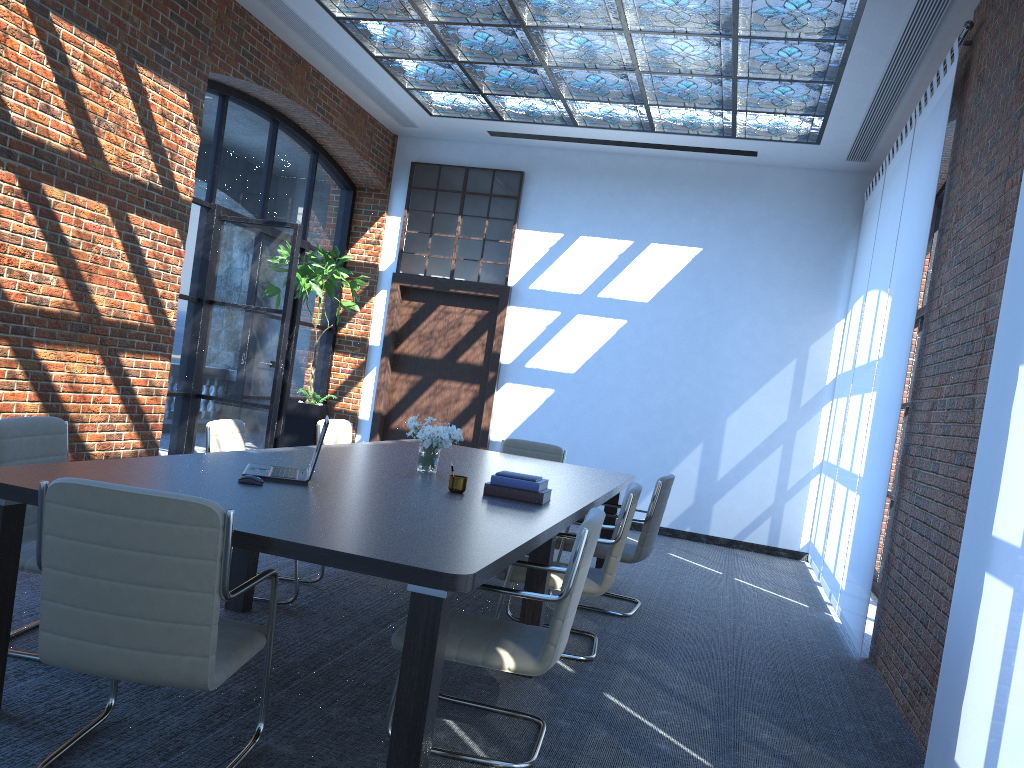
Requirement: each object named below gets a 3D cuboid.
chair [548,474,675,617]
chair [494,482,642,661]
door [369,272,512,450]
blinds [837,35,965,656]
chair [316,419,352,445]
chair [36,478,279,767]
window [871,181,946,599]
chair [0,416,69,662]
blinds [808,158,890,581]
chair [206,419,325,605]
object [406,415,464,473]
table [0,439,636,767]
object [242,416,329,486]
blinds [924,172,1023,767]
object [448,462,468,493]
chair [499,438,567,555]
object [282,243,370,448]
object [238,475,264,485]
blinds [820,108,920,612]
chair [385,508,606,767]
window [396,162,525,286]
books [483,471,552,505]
[{"bbox_3d":[0.658,1.007,5.898,0.705,0.924,0.560,9,2,18],"label":"chair"},{"bbox_3d":[0.288,0.951,4.813,0.706,0.924,0.560,9,2,8],"label":"chair"},{"bbox_3d":[-0.843,0.032,10.085,1.398,2.438,0.200,9,2,14],"label":"door"},{"bbox_3d":[2.530,-0.184,5.895,0.039,3.762,1.219,9,2,14],"label":"blinds"},{"bbox_3d":[-1.056,0.757,6.360,0.705,0.924,0.560,9,2,14],"label":"chair"},{"bbox_3d":[-1.092,0.744,2.782,0.560,0.924,0.706,8,1,3],"label":"chair"},{"bbox_3d":[2.646,-0.062,4.158,0.160,3.611,9.627,9,0,14],"label":"window"},{"bbox_3d":[-1.798,0.642,3.746,0.706,0.924,0.559,8,2,3],"label":"chair"},{"bbox_3d":[3.140,-0.090,8.364,0.039,3.762,1.219,9,2,14],"label":"blinds"},{"bbox_3d":[-1.384,0.706,5.031,0.706,0.924,0.559,8,2,3],"label":"chair"},{"bbox_3d":[-0.439,0.336,4.927,0.328,0.310,0.336,9,1,25],"label":"object"},{"bbox_3d":[-0.507,0.891,4.858,1.807,0.811,4.506,8,0,14],"label":"table"},{"bbox_3d":[-0.984,0.268,3.878,0.323,0.283,0.389,8,1,-13],"label":"object"},{"bbox_3d":[1.792,-0.299,2.903,0.039,3.762,1.315,9,2,14],"label":"blinds"},{"bbox_3d":[-0.254,0.446,4.217,0.091,0.142,0.091,8,2,-8],"label":"object"},{"bbox_3d":[0.043,0.919,7.018,0.559,0.924,0.706,9,1,14],"label":"chair"},{"bbox_3d":[-2.012,-0.169,8.930,0.944,2.494,1.324,9,2,14],"label":"object"},{"bbox_3d":[-1.046,0.384,3.554,0.101,0.034,0.059,8,0,-6],"label":"object"},{"bbox_3d":[2.834,-0.137,7.124,0.039,3.762,1.219,9,2,14],"label":"blinds"},{"bbox_3d":[-0.060,0.897,3.405,0.706,0.924,0.560,9,2,9],"label":"chair"},{"bbox_3d":[-0.593,-1.793,9.962,1.327,1.294,0.059,9,2,14],"label":"window"},{"bbox_3d":[0.036,0.502,4.358,0.294,0.115,0.255,8,0,13],"label":"books"}]
